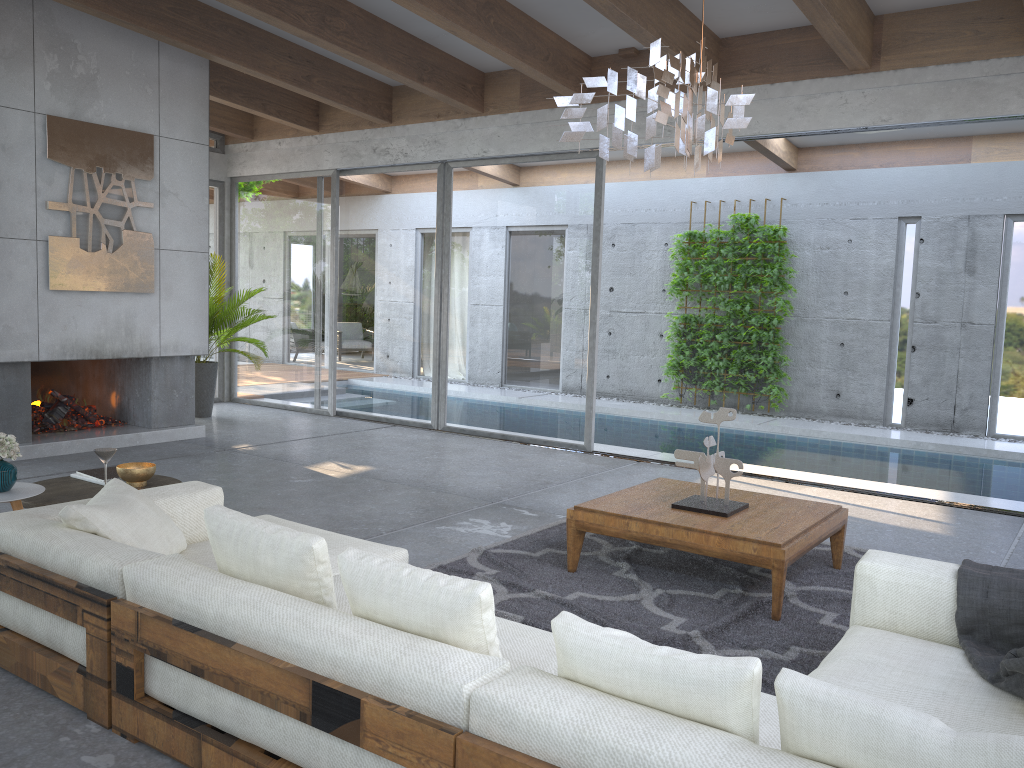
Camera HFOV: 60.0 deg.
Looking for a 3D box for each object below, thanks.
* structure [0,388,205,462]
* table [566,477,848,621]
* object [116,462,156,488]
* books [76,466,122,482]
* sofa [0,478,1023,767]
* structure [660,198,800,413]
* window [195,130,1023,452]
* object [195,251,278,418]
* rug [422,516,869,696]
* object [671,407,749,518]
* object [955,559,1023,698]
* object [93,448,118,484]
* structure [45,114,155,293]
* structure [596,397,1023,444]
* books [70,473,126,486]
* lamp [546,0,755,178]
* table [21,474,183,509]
[{"bbox_3d":[-4.338,0.179,8.083,2.203,0.595,2.012,6,7,35],"label":"structure"},{"bbox_3d":[1.025,0.804,4.604,1.112,0.352,1.048,6,7,35],"label":"table"},{"bbox_3d":[-1.776,0.433,4.194,0.173,0.097,0.173,3,6,14],"label":"object"},{"bbox_3d":[-1.965,0.440,4.343,0.290,0.012,0.205,6,7,40],"label":"books"},{"bbox_3d":[0.045,0.789,3.029,3.733,0.777,1.965,6,7,35],"label":"sofa"},{"bbox_3d":[4.686,-0.588,7.556,2.739,2.687,10.282,-2,7,-38],"label":"structure"},{"bbox_3d":[1.258,-0.851,4.198,23.280,3.764,14.294,6,7,35],"label":"window"},{"bbox_3d":[-3.345,-0.554,9.577,1.798,1.819,1.484,7,7,42],"label":"object"},{"bbox_3d":[0.652,0.976,4.191,2.187,0.056,3.186,6,7,35],"label":"rug"},{"bbox_3d":[1.006,0.371,4.555,0.379,0.518,0.346,6,7,35],"label":"object"},{"bbox_3d":[1.653,0.973,2.825,0.472,0.704,0.857,5,6,31],"label":"object"},{"bbox_3d":[-1.809,0.397,3.947,0.099,0.212,0.099,-1,6,-24],"label":"object"},{"bbox_3d":[-3.361,-1.435,7.283,0.041,1.351,0.919,6,7,35],"label":"structure"},{"bbox_3d":[3.470,0.431,11.258,13.673,0.068,0.477,6,7,35],"label":"structure"},{"bbox_3d":[-1.971,0.454,4.340,0.303,0.015,0.220,6,7,34],"label":"books"},{"bbox_3d":[0.629,-1.543,3.521,0.862,1.400,0.636,1,5,-8],"label":"lamp"},{"bbox_3d":[-1.917,0.703,4.146,0.725,0.441,0.725,2,5,-3],"label":"table"}]
